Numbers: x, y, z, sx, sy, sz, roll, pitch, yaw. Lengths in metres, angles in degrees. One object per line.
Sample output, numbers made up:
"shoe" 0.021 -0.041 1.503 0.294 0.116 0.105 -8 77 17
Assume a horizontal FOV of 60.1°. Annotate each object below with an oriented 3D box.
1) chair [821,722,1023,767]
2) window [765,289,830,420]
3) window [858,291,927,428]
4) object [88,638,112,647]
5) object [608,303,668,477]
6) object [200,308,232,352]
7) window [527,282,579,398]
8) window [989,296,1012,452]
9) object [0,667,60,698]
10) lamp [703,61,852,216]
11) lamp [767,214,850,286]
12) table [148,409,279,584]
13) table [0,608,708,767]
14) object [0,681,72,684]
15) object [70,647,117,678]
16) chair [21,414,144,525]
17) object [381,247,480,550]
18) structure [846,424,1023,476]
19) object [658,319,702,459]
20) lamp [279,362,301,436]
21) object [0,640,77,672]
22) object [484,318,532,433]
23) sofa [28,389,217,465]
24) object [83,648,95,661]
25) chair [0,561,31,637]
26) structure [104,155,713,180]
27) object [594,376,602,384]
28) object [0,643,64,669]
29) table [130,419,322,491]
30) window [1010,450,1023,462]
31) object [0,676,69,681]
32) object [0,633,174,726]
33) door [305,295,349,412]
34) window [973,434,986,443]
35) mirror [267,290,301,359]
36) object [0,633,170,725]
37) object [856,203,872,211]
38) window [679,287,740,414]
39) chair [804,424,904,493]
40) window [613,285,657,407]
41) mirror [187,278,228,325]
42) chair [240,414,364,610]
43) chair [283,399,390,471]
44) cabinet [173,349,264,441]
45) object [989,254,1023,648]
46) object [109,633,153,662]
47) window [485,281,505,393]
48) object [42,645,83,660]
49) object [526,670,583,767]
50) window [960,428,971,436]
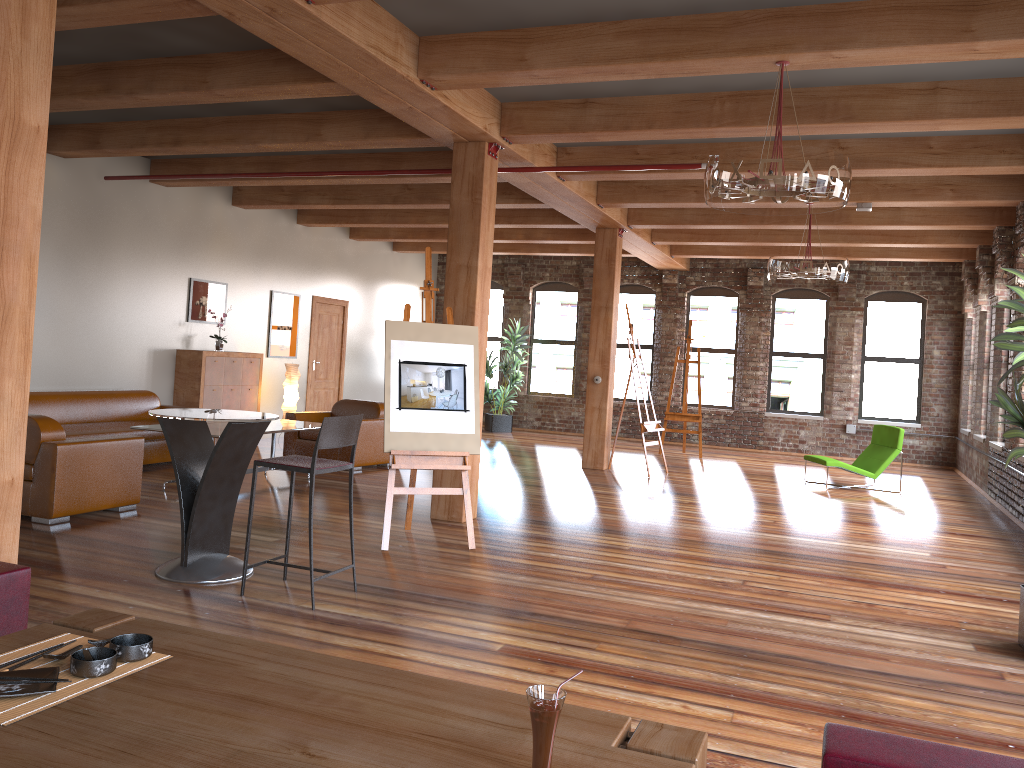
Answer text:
"chair" 0.875 1.059 1.273 0.866 0.593 1.070 4 1 21
"window" 4.890 -0.529 15.153 0.969 2.220 0.218 3 -1 21
"window" 6.277 -0.430 14.625 0.969 2.220 0.218 3 -1 21
"object" -1.032 0.651 2.223 0.059 0.021 0.018 3 0 -27
"object" 1.605 0.048 11.255 0.685 2.142 0.661 3 -1 31
"object" -3.710 -0.709 11.178 0.371 0.589 0.298 3 0 15
"window" 0.801 -0.848 16.781 0.969 2.171 0.086 3 -1 21
"window" 5.873 -0.337 10.428 0.233 2.217 0.967 3 -1 21
"object" -1.105 0.657 1.923 0.212 0.018 0.154 3 2 -24
"lamp" 1.524 -1.434 5.059 0.808 0.815 0.810 3 0 -27
"lamp" 3.061 -1.456 9.123 0.808 0.815 0.810 3 0 -33
"table" -1.753 0.634 5.140 0.720 0.925 0.722 3 0 -45
"table" -0.563 0.980 1.824 1.752 0.550 0.899 4 1 21
"object" -1.099 0.645 1.918 0.270 0.008 0.007 3 0 -13
"object" -0.972 0.648 2.059 0.098 0.043 0.099 3 1 -31
"chair" -3.498 0.572 6.676 1.065 0.736 0.829 4 1 21
"object" -0.595 0.052 6.405 0.701 2.142 0.685 4 -1 -19
"structure" 4.695 0.967 7.900 1.634 0.313 13.698 4 2 14
"object" 2.725 0.041 13.879 0.662 2.142 0.684 3 -1 16
"lamp" -2.998 0.264 12.022 0.270 1.115 0.261 4 -1 -24
"object" -1.138 0.655 2.131 0.007 0.008 0.270 4 2 10
"object" -0.218 -0.185 16.293 1.080 2.105 0.966 3 -1 -1
"sofa" -4.169 0.464 9.063 0.952 0.735 2.410 4 1 21
"object" -0.963 0.623 2.030 0.045 0.080 0.137 4 1 -14
"chair" -2.118 0.844 2.437 0.866 0.593 1.070 4 1 21
"structure" -1.496 -2.065 8.537 6.814 0.112 0.051 4 0 21
"object" 1.083 -0.052 11.252 0.096 0.095 0.061 4 0 21
"object" -1.168 0.654 2.103 0.007 0.008 0.270 4 2 16
"table" -2.536 0.670 8.330 0.940 0.560 1.869 4 1 21
"window" 5.354 -0.329 9.061 0.230 2.217 0.967 3 -1 21
"object" -1.113 0.644 1.943 0.270 0.008 0.007 3 0 -5
"object" -1.085 0.665 2.039 0.353 0.001 0.469 4 2 21
"door" -2.978 -0.298 13.961 0.226 2.122 1.029 3 -1 21
"window" 6.392 -0.344 11.801 0.232 2.217 0.967 3 -1 21
"mirror" -3.293 -0.849 12.817 0.025 0.953 0.693 3 0 21
"object" -1.086 0.665 2.040 0.332 0.003 0.470 4 2 21
"object" 3.573 -1.801 8.984 0.145 0.072 0.147 4 1 21
"window" 3.515 -0.622 15.675 0.969 2.229 0.221 3 -1 21
"chair" 4.223 0.888 10.996 0.956 0.797 0.680 3 0 -4
"window" 2.147 -0.720 16.195 0.969 2.229 0.221 3 -1 21
"mirror" -3.866 -1.042 11.272 0.025 0.548 0.693 3 0 21
"chair" -1.123 0.646 4.807 0.467 0.982 0.429 3 -1 21
"chair" -1.973 0.561 10.328 1.065 0.736 0.829 4 1 31
"cabinet" -3.721 0.190 11.262 0.419 1.210 1.185 3 0 21
"object" 2.940 0.343 4.465 0.967 2.105 1.078 3 -1 34
"object" -0.933 0.648 2.170 0.098 0.043 0.099 2 2 -43
"window" -0.592 -0.947 17.311 0.969 2.171 0.086 3 -1 21
"object" -1.082 0.646 2.145 0.045 0.030 0.153 4 2 5
"object" 0.065 0.632 1.625 0.075 0.232 0.095 4 -1 -36
"window" 6.920 -0.352 13.197 0.232 2.217 0.967 3 -1 21
